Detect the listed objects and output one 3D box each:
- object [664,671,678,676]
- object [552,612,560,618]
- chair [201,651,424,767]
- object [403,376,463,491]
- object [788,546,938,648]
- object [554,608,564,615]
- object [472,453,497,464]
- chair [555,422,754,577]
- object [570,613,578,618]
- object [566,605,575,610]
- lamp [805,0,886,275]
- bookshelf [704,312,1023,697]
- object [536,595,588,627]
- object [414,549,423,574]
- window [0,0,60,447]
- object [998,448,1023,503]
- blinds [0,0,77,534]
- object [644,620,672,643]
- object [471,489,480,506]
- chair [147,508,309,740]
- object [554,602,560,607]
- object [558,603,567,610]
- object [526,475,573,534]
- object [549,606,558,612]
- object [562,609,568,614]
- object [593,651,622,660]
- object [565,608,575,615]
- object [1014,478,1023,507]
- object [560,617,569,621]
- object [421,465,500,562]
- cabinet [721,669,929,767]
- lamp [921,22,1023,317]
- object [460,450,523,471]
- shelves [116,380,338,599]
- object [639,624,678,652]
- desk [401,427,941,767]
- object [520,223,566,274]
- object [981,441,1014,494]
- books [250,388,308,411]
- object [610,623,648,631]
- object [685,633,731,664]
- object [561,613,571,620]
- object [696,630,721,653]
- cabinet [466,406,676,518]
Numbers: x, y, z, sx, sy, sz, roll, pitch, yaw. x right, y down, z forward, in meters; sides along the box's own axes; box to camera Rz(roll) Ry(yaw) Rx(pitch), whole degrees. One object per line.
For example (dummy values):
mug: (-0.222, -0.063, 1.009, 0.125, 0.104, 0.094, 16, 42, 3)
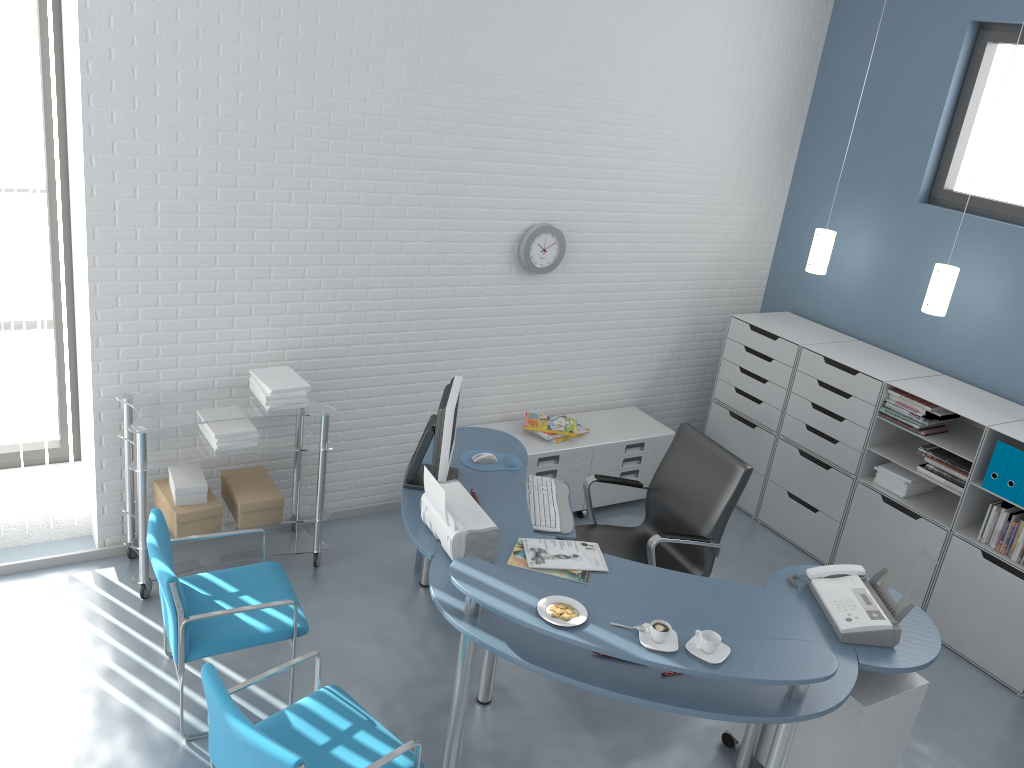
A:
object: (0.566, 0.902, 2.803, 0.200, 0.010, 0.011, -1, 22, -23)
object: (0.135, 0.713, 2.737, 0.027, 0.005, 0.025, 9, 21, 3)
chair: (-0.627, 1.195, 2.755, 0.542, 0.707, 0.543, 25, 26, 38)
object: (-0.317, 0.215, 3.706, 0.212, 0.417, 0.365, 8, 21, -1)
object: (1.273, 0.705, 3.204, 0.399, 0.280, 0.405, 7, 21, -4)
object: (0.145, 0.705, 2.750, 0.025, 0.005, 0.027, -3, 23, -27)
object: (-0.122, 0.331, 4.006, 0.115, 0.035, 0.054, -1, 22, -22)
chair: (0.605, 0.727, 4.101, 0.652, 0.948, 0.584, -3, 23, -27)
object: (0.189, 0.716, 2.749, 0.027, 0.005, 0.025, -11, 28, -41)
object: (0.180, 0.703, 2.779, 0.027, 0.005, 0.025, 17, 22, 22)
lamp: (1.938, -1.497, 5.007, 0.120, 1.786, 0.120, 13, 21, 14)
bookshelf: (2.100, 0.496, 4.978, 0.521, 1.141, 2.294, -5, 24, -32)
object: (0.155, 0.708, 2.754, 0.162, 0.011, 0.162, 11, 21, 8)
object: (-0.225, 0.753, 4.473, 0.471, 0.422, 0.199, 8, 21, 1)
window: (-3.510, -0.754, 3.242, 3.635, 2.562, 0.008, -5, 24, -32)
object: (2.410, 0.417, 4.167, 0.181, 0.247, 0.082, -5, 24, -32)
blinds: (-3.582, -0.573, 2.649, 4.001, 2.955, 0.158, -5, 24, -32)
object: (0.442, 0.749, 2.685, 0.062, 0.049, 0.078, -11, 28, -40)
object: (-0.147, 0.478, 3.648, 0.013, 0.013, 0.178, 2, 21, -15)
chair: (-1.104, 0.878, 3.411, 0.543, 0.707, 0.542, -3, 23, -27)
object: (0.148, 0.696, 2.787, 0.027, 0.005, 0.025, 17, 22, 22)
object: (0.159, 0.696, 2.778, 0.025, 0.005, 0.027, 12, 21, 11)
object: (0.122, 0.509, 3.841, 0.276, 0.028, 0.478, 7, 21, -3)
object: (0.130, 0.701, 2.766, 0.027, 0.005, 0.025, 11, 21, 7)
object: (0.162, 0.708, 2.760, 0.027, 0.005, 0.025, 25, 27, 38)
object: (0.343, 0.866, 2.810, 0.178, 0.013, 0.013, 10, 21, 4)
object: (0.180, 0.707, 2.757, 0.025, 0.005, 0.027, -10, 27, -39)
object: (2.453, 0.448, 4.103, 0.181, 0.247, 0.082, -5, 24, -32)
object: (0.163, 0.720, 2.730, 0.025, 0.005, 0.027, 19, 23, 26)
object: (-0.213, 0.460, 3.301, 0.197, 0.273, 0.392, -3, 23, -27)
cabinet: (1.179, 1.265, 3.390, 0.383, 0.605, 0.559, -4, 24, -30)
lamp: (2.349, -1.204, 4.386, 0.120, 1.786, 0.120, 13, 21, 14)
object: (-0.095, 0.335, 4.028, 0.285, 0.026, 0.213, 0, 22, -20)
shelves: (-1.342, 0.478, 4.174, 0.896, 0.848, 0.441, -5, 24, -31)
object: (0.444, 0.774, 2.688, 0.119, 0.016, 0.119, 9, 21, 3)
desk: (0.301, 0.959, 3.445, 2.282, 0.900, 1.402, 20, 24, 29)
object: (0.170, -0.743, 4.882, 0.279, 0.277, 0.041, -5, 24, -32)
object: (2.367, 0.387, 4.232, 0.181, 0.247, 0.082, -5, 24, -32)
books: (-1.089, 0.061, 4.143, 0.190, 0.015, 0.270, -5, 24, -32)
object: (0.361, 0.744, 2.726, 0.119, 0.021, 0.025, 13, 21, 12)
object: (0.590, 0.801, 2.672, 0.119, 0.016, 0.119, 22, 25, 32)
object: (0.166, 0.715, 2.730, 0.025, 0.005, 0.027, 22, 25, 33)
object: (0.591, 0.776, 2.671, 0.062, 0.049, 0.078, 3, 21, -12)
cabinet: (0.339, 0.490, 5.289, 1.259, 0.484, 0.447, -5, 24, -32)
